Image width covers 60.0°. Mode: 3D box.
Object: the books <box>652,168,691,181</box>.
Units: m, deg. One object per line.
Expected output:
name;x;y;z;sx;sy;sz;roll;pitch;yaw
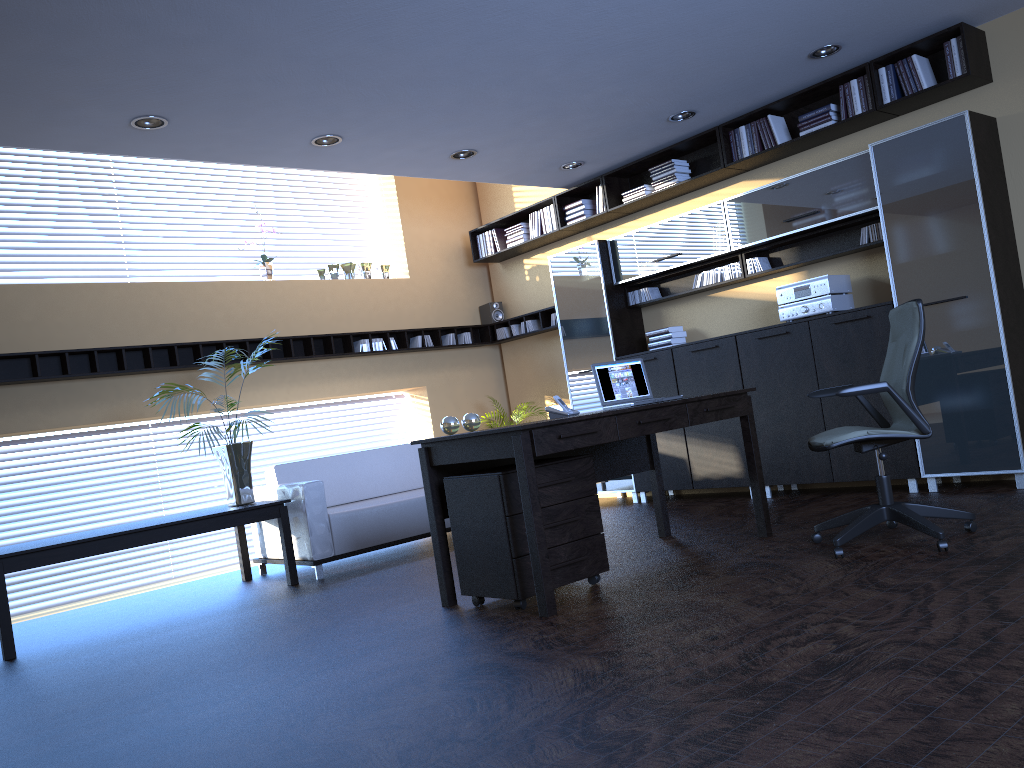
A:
books;1.374;-1.795;7.625;0.207;0.028;0.259;-7;-3;-41

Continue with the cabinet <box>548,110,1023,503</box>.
cabinet;1.942;-0.299;7.137;0.489;2.398;3.885;-8;-2;-41

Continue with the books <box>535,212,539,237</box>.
books;0.313;-1.584;8.840;0.207;0.259;0.075;-8;-1;-41

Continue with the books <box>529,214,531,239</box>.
books;0.257;-1.572;8.916;0.207;0.259;0.075;-8;-1;-41

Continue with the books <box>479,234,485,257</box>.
books;-0.242;-1.472;9.500;0.207;0.258;0.050;-8;-1;-42

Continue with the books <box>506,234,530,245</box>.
books;0.100;-1.486;9.109;0.207;0.050;0.259;-7;-3;-42

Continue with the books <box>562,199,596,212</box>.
books;0.644;-1.699;8.454;0.207;0.050;0.259;-7;-3;-42

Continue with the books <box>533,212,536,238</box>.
books;0.292;-1.579;8.863;0.207;0.259;0.075;-8;-1;-41

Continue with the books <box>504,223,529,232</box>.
books;0.080;-1.610;9.118;0.207;0.028;0.259;-7;-3;-41

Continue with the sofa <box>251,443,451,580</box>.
sofa;-1.012;0.950;7.350;2.053;0.848;1.016;-7;-2;-41

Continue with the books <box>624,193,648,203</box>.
books;1.156;-1.636;7.867;0.207;0.028;0.259;-7;-3;-40

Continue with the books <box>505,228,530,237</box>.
books;0.085;-1.554;9.102;0.207;0.028;0.259;-7;-3;-41

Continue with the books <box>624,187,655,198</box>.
books;1.155;-1.693;7.872;0.207;0.028;0.259;-7;-3;-42

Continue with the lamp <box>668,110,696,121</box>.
lamp;1.297;-2.098;6.798;0.209;0.096;0.207;-11;-3;43

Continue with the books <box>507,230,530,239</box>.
books;0.111;-1.529;9.106;0.207;0.028;0.259;-7;-3;-41

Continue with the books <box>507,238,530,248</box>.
books;0.111;-1.436;9.097;0.207;0.050;0.259;-7;-3;-40

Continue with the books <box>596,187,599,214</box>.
books;0.858;-1.692;8.217;0.207;0.259;0.075;-8;-1;-41

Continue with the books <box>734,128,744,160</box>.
books;1.860;-1.891;7.053;0.207;0.258;0.050;-8;-1;-41

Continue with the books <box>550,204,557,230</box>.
books;0.475;-1.616;8.648;0.207;0.258;0.050;-8;-1;-41

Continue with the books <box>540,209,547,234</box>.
books;0.380;-1.597;8.771;0.207;0.258;0.050;-8;-1;-40

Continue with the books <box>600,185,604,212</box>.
books;0.892;-1.699;8.163;0.207;0.259;0.075;-8;-1;-42

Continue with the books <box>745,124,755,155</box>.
books;1.928;-1.905;6.975;0.207;0.258;0.050;-8;-1;-41

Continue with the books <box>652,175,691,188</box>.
books;1.373;-1.737;7.627;0.207;0.028;0.259;-7;-3;-42

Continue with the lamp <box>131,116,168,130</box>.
lamp;-2.189;-1.616;5.337;0.209;0.096;0.208;-9;-2;19

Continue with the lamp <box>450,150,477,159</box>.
lamp;-0.384;-1.834;6.918;0.209;0.096;0.208;-10;-2;31

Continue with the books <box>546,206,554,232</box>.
books;0.441;-1.609;8.688;0.207;0.258;0.050;-8;-1;-40

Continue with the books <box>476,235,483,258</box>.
books;-0.278;-1.465;9.537;0.207;0.258;0.050;-8;-1;-41

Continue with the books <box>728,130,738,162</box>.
books;1.826;-1.885;7.092;0.207;0.258;0.050;-8;-1;-41

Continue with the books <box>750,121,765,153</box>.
books;1.960;-1.911;6.934;0.207;0.258;0.050;-8;-1;-41

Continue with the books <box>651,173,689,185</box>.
books;1.365;-1.763;7.652;0.207;0.028;0.259;-7;-3;-42

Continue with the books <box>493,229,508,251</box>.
books;-0.083;-1.504;9.307;0.207;0.259;0.075;-8;-1;-42

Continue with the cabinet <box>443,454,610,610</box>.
cabinet;0.093;0.760;4.614;0.633;0.679;0.501;-8;-2;-41

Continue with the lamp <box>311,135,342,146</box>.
lamp;-1.287;-1.725;6.127;0.209;0.096;0.208;-9;-2;19

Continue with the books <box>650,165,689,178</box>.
books;1.355;-1.821;7.626;0.207;0.028;0.259;-7;-3;-42

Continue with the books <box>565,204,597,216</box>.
books;0.669;-1.651;8.440;0.207;0.050;0.259;-7;-3;-41

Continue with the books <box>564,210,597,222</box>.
books;0.661;-1.598;8.442;0.207;0.050;0.259;-7;-3;-41

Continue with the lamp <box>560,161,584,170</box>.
lamp;0.518;-1.943;7.709;0.208;0.096;0.209;-8;-2;-23

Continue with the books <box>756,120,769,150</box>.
books;2.000;-1.920;6.884;0.207;0.259;0.075;-8;-1;-40

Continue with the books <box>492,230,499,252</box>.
books;-0.099;-1.501;9.335;0.207;0.259;0.075;-8;-1;-42

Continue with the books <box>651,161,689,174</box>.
books;1.356;-1.850;7.615;0.207;0.028;0.259;-7;-3;-42

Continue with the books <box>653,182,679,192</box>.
books;1.375;-1.680;7.622;0.207;0.028;0.259;-7;-3;-41

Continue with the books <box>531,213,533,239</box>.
books;0.272;-1.575;8.888;0.207;0.259;0.075;-8;-1;-41

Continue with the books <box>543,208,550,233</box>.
books;0.414;-1.603;8.732;0.207;0.258;0.050;-8;-1;-41

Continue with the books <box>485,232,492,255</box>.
books;-0.176;-1.486;9.419;0.207;0.258;0.050;-8;-1;-41

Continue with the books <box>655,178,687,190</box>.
books;1.392;-1.712;7.613;0.207;0.028;0.259;-7;-3;-41

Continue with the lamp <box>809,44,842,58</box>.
lamp;2.076;-2.254;5.887;0.209;0.096;0.207;-11;-3;43

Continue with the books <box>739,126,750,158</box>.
books;1.889;-1.898;7.010;0.207;0.258;0.050;-8;-1;-41

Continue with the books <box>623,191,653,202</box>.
books;1.147;-1.663;7.877;0.207;0.028;0.259;-7;-3;-40

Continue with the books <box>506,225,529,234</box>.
books;0.100;-1.585;9.103;0.207;0.028;0.259;-7;-3;-42

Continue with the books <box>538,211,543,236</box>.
books;0.345;-1.589;8.826;0.207;0.259;0.075;-8;-1;-42

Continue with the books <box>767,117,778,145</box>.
books;2.064;-1.932;6.827;0.207;0.257;0.072;-8;-1;-41

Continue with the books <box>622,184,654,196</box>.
books;1.142;-1.719;7.892;0.207;0.028;0.259;-7;-3;-42

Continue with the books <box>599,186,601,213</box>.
books;0.882;-1.696;8.196;0.207;0.259;0.075;-8;-1;-42

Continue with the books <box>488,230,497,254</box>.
books;-0.142;-1.492;9.380;0.207;0.258;0.050;-8;-1;-41

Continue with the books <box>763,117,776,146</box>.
books;2.038;-1.926;6.833;0.207;0.257;0.072;-8;-1;-41

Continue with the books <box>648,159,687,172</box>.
books;1.340;-1.876;7.634;0.207;0.028;0.259;-7;-3;-41

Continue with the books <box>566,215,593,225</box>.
books;0.680;-1.550;8.437;0.207;0.050;0.259;-7;-3;-41

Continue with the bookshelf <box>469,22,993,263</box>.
bookshelf;1.353;-1.809;7.657;0.361;0.340;5.136;-7;-2;-41

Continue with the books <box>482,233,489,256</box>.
books;-0.216;-1.478;9.453;0.207;0.258;0.050;-8;-1;-42
